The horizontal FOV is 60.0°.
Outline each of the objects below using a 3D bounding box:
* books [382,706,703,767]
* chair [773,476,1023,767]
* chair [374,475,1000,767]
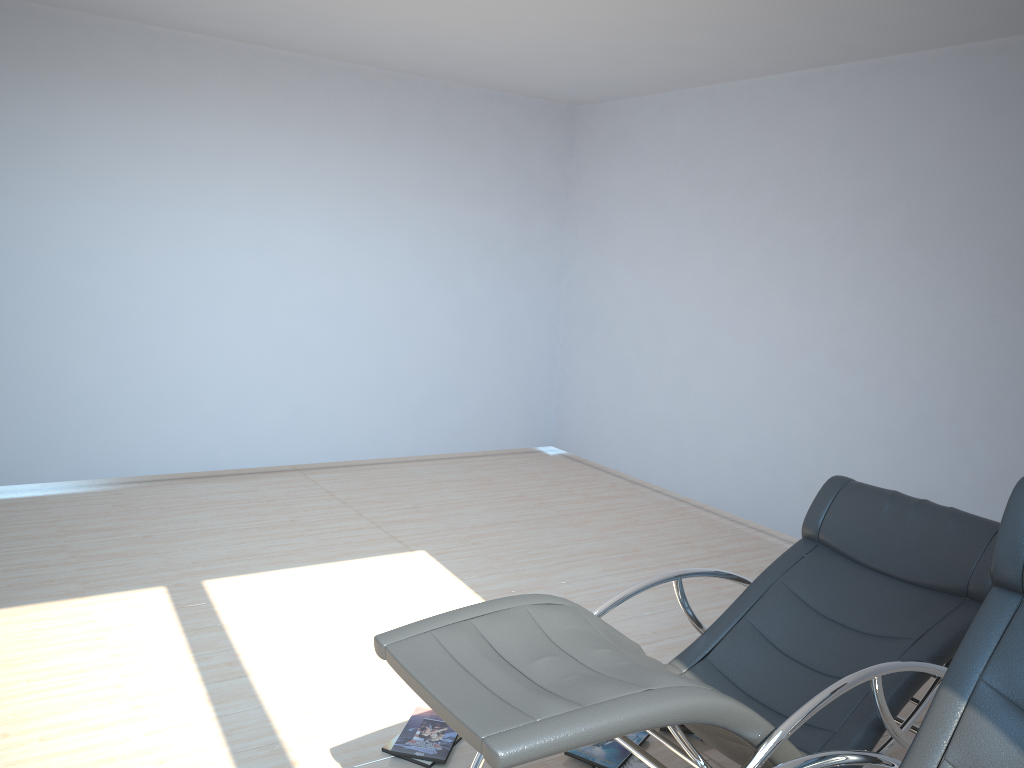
[{"bbox_3d":[-0.569,1.342,1.487,1.045,0.222,4.790,8,9,23],"label":"books"},{"bbox_3d":[0.782,0.906,1.559,1.938,1.251,0.836,-1,10,-33],"label":"chair"},{"bbox_3d":[0.669,0.886,2.663,2.114,0.953,0.836,-1,10,-33],"label":"chair"}]
